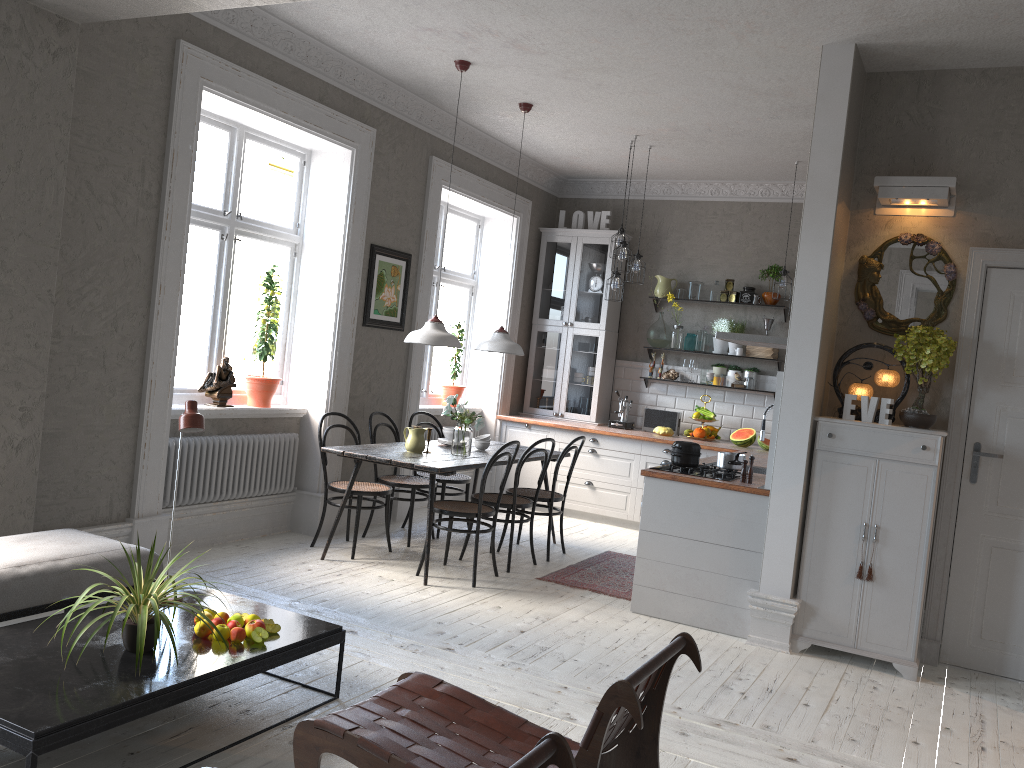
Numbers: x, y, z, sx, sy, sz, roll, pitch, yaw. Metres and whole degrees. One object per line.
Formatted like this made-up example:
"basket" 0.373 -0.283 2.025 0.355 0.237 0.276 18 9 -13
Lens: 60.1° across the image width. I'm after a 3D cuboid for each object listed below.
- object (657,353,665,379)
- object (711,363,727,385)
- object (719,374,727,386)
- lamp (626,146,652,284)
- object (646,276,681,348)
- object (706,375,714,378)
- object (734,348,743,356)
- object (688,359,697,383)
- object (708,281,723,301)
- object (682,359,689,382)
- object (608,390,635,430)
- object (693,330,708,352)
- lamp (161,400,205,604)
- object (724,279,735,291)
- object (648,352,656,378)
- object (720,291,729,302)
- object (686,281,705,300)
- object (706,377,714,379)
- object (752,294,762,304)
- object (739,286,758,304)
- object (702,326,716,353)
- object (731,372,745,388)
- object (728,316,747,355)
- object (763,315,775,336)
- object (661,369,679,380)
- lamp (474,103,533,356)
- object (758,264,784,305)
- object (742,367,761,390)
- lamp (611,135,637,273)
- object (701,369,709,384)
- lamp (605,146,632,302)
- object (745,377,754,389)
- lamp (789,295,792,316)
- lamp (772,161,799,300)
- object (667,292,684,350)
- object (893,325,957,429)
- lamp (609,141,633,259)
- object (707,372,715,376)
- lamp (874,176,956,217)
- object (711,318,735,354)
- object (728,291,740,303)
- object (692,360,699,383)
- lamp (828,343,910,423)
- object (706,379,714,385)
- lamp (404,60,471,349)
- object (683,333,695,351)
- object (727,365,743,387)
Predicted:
"object" 1.464 -0.178 8.652 0.062 0.264 0.052 5 2 -27
"object" 1.963 -0.097 8.446 0.156 0.217 0.157 6 2 7
"object" 1.993 -0.036 8.349 0.077 0.108 0.079 7 2 20
"lamp" 1.119 -1.704 7.381 0.145 1.734 0.148 7 2 14
"object" 1.433 -0.690 8.605 0.335 0.674 0.336 6 2 -5
"object" 1.867 -0.055 8.350 0.079 0.051 0.075 5 2 -44
"object" 2.116 -0.299 8.241 0.064 0.071 0.104 5 2 -33
"object" 1.713 -0.123 8.439 0.081 0.217 0.082 7 2 13
"object" 1.961 -0.884 8.515 0.141 0.220 0.138 6 2 -14
"object" 1.679 -0.131 8.562 0.081 0.217 0.082 7 2 13
"object" 1.057 0.247 8.566 0.202 0.370 0.359 7 2 27
"object" 1.798 -0.406 8.430 0.127 0.206 0.122 5 2 -41
"lamp" -1.353 0.475 3.570 0.140 0.839 0.247 5 2 -27
"object" 2.048 -0.928 8.344 0.082 0.113 0.083 6 2 7
"object" 1.379 -0.189 8.712 0.053 0.264 0.061 6 2 -2
"object" 2.012 -0.821 8.373 0.081 0.113 0.084 7 2 27
"object" 1.757 -0.888 8.508 0.175 0.184 0.169 5 2 -24
"object" 1.865 -0.038 8.350 0.076 0.051 0.078 7 2 20
"object" 2.269 -0.778 8.187 0.092 0.096 0.076 7 2 27
"object" 2.222 -0.827 8.323 0.139 0.174 0.144 7 2 27
"object" 1.892 -0.428 8.555 0.129 0.264 0.134 7 2 32
"object" 2.123 -0.036 8.276 0.119 0.147 0.100 6 2 -6
"object" 2.105 -0.457 8.323 0.186 0.380 0.168 6 2 -12
"object" 2.369 -0.488 8.221 0.129 0.287 0.132 7 2 12
"object" 1.535 -0.093 8.587 0.176 0.111 0.096 6 2 4
"lamp" 0.003 -1.153 6.595 0.372 1.858 0.387 7 2 34
"object" 2.416 -0.913 8.176 0.246 0.397 0.255 5 2 -38
"object" 2.252 -0.056 8.322 0.156 0.213 0.155 7 2 25
"lamp" 0.966 -1.763 7.102 0.148 1.734 0.145 6 2 -16
"object" 1.829 -0.071 8.418 0.079 0.139 0.079 6 2 0
"lamp" 0.951 -1.565 7.465 0.147 1.734 0.146 6 2 -6
"object" 2.209 -0.008 8.213 0.077 0.108 0.079 7 2 20
"lamp" 2.501 -1.428 7.434 0.147 1.734 0.146 6 2 -1
"lamp" 2.338 -1.567 7.366 0.149 1.734 0.144 5 2 -31
"object" 1.558 -0.604 8.491 0.189 0.540 0.284 7 2 19
"object" 2.216 -0.038 4.759 0.347 0.553 0.292 5 2 -29
"lamp" 0.971 -1.899 7.283 0.145 1.734 0.148 7 2 14
"object" 1.870 -0.081 8.349 0.076 0.051 0.078 7 2 13
"lamp" 2.234 -1.041 4.919 0.409 0.171 0.223 7 2 26
"object" 2.012 -0.458 8.427 0.239 0.354 0.239 8 2 45
"object" 2.087 -0.811 8.332 0.081 0.113 0.084 7 2 37
"object" 1.753 -0.121 8.521 0.081 0.217 0.082 7 2 13
"lamp" 1.996 0.047 4.954 0.441 0.558 0.175 7 2 34
"object" 1.863 -0.021 8.351 0.076 0.051 0.078 7 2 20
"lamp" -0.420 -1.173 5.790 0.386 1.858 0.373 5 2 -26
"object" 1.730 -0.401 8.564 0.124 0.172 0.128 7 2 30
"object" 2.103 -0.076 8.387 0.150 0.214 0.170 5 2 -33
